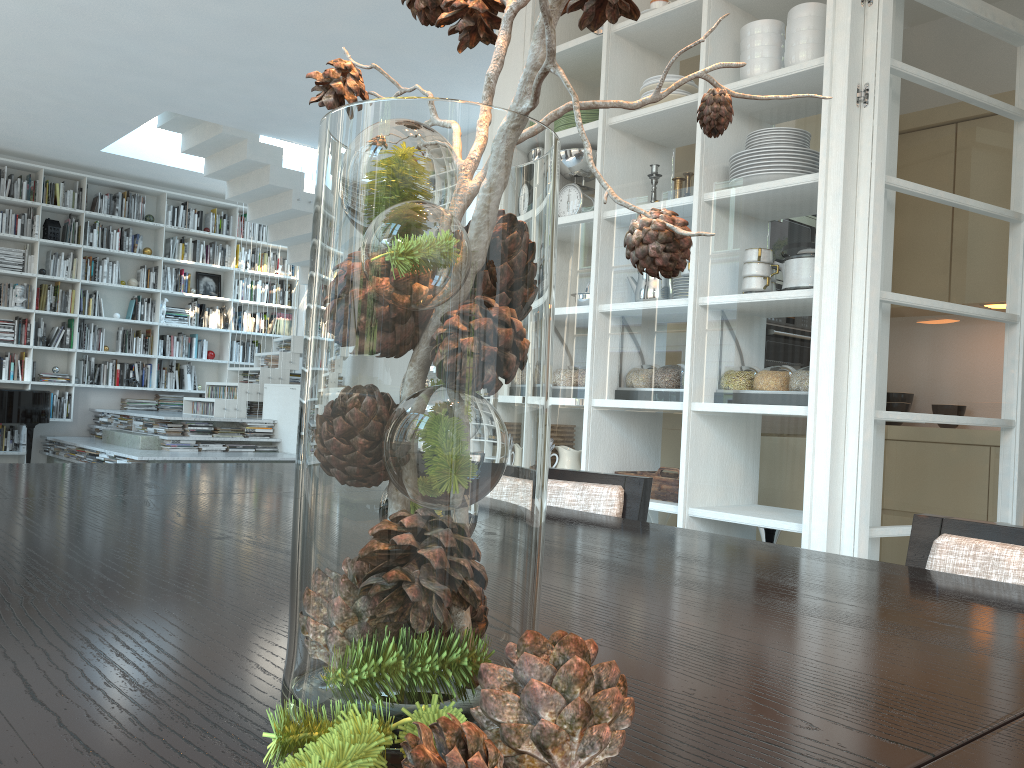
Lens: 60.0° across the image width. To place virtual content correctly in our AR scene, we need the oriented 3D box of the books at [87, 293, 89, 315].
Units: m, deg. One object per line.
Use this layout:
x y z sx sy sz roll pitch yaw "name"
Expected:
-4.616 -0.857 9.608 0.013 0.256 0.144 4 -1 -41 "books"

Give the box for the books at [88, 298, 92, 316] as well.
-4.586 -0.824 9.594 0.017 0.192 0.191 4 -2 -41 "books"

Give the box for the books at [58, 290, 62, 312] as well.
-4.826 -0.872 9.420 0.033 0.253 0.174 4 -1 -41 "books"

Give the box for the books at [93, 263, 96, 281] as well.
-4.565 -1.203 9.641 0.026 0.216 0.161 4 -1 -41 "books"

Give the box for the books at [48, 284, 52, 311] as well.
-4.892 -0.898 9.351 0.019 0.294 0.163 4 -1 -41 "books"

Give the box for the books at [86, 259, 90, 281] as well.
-4.608 -1.222 9.588 0.014 0.247 0.176 4 -1 -41 "books"

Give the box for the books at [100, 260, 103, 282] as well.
-4.505 -1.218 9.694 0.011 0.257 0.131 4 -1 -41 "books"

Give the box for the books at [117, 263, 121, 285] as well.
-4.369 -1.206 9.818 0.034 0.254 0.161 4 -1 -41 "books"

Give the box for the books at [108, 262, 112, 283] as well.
-4.439 -1.208 9.733 0.025 0.244 0.183 4 -1 -41 "books"

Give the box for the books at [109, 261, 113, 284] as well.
-4.434 -1.215 9.765 0.024 0.262 0.133 4 -1 -41 "books"

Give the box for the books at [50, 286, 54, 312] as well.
-4.892 -0.889 9.381 0.035 0.278 0.139 4 -1 -41 "books"

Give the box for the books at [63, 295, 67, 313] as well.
-4.781 -0.845 9.438 0.034 0.204 0.181 4 -1 -41 "books"

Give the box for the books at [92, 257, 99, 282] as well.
-4.535 -1.233 9.639 0.014 0.280 0.177 4 -1 -41 "books"

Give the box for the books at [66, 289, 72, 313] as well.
-4.751 -0.873 9.482 0.032 0.266 0.143 4 -1 -41 "books"

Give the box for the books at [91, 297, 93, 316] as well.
-4.585 -0.832 9.630 0.014 0.209 0.156 4 -1 -41 "books"

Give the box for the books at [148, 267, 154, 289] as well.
-4.092 -1.187 10.034 0.016 0.257 0.175 4 -1 -41 "books"

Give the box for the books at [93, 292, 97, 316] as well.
-4.554 -0.862 9.656 0.006 0.273 0.167 4 -1 -41 "books"

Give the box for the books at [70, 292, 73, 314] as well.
-4.747 -0.863 9.505 0.019 0.247 0.149 4 -1 -41 "books"

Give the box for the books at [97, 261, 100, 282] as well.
-4.527 -1.211 9.656 0.022 0.237 0.164 4 -1 -41 "books"

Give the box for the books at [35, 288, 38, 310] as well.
-4.994 -0.881 9.285 0.014 0.244 0.145 4 -1 -41 "books"

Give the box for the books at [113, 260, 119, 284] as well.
-4.382 -1.218 9.775 0.024 0.272 0.169 4 -1 -41 "books"

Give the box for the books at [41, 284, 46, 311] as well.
-4.946 -0.901 9.320 0.035 0.293 0.145 4 -1 -41 "books"

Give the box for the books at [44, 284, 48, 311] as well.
-4.927 -0.900 9.336 0.035 0.293 0.145 4 -1 -41 "books"

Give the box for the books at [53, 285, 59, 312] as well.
-4.834 -0.894 9.383 0.019 0.293 0.182 4 -1 -41 "books"

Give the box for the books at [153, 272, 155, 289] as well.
-4.082 -1.160 10.042 0.013 0.204 0.173 4 -1 -41 "books"

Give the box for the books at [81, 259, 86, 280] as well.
-4.649 -1.222 9.580 0.030 0.242 0.138 4 -1 -41 "books"

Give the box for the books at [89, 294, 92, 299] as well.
-4.592 -0.849 9.623 0.008 0.242 0.169 4 -1 -41 "books"

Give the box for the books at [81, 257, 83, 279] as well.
-4.665 -1.229 9.535 0.028 0.251 0.190 4 -1 -41 "books"

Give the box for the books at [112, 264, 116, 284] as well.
-4.408 -1.199 9.769 0.021 0.232 0.183 4 -1 -41 "books"

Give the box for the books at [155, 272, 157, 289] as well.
-4.066 -1.160 10.061 0.012 0.206 0.169 4 -1 -41 "books"

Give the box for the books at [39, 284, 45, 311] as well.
-4.949 -0.902 9.303 0.035 0.293 0.145 4 -1 -41 "books"

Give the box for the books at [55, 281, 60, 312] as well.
-4.836 -0.915 9.406 0.021 0.337 0.169 4 -1 -41 "books"

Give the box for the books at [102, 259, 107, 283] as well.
-4.473 -1.220 9.690 0.030 0.263 0.182 4 -1 -41 "books"

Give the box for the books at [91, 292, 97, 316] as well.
-4.555 -0.860 9.648 0.006 0.270 0.178 4 -1 -41 "books"

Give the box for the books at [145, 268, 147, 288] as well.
-4.154 -1.185 10.000 0.016 0.243 0.151 4 -1 -41 "books"

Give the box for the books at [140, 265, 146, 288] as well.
-4.158 -1.197 9.981 0.015 0.267 0.164 4 -1 -41 "books"

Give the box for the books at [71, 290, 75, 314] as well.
-4.730 -0.872 9.516 0.033 0.268 0.141 4 -1 -41 "books"

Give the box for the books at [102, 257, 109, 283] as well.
-4.467 -1.235 9.728 0.027 0.295 0.159 4 -1 -41 "books"

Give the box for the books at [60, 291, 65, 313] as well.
-4.793 -0.865 9.417 0.027 0.242 0.188 4 -1 -41 "books"

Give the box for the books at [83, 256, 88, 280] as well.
-4.628 -1.239 9.592 0.014 0.278 0.154 4 -1 -41 "books"

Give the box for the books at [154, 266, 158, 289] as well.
-4.053 -1.195 10.062 0.005 0.278 0.182 4 -1 -41 "books"

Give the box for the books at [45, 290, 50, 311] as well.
-4.908 -0.868 9.342 0.015 0.231 0.180 4 -1 -41 "books"

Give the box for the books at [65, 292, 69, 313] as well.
-4.773 -0.861 9.470 0.028 0.239 0.145 4 -1 -41 "books"

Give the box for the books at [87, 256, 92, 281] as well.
-4.599 -1.239 9.633 0.014 0.284 0.135 4 -1 -41 "books"

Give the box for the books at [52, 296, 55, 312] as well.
-4.878 -0.839 9.399 0.030 0.181 0.131 4 -1 -41 "books"

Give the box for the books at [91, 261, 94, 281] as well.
-4.577 -1.214 9.627 0.013 0.236 0.157 4 -1 -41 "books"

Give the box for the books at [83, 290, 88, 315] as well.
-4.617 -0.870 9.568 0.013 0.279 0.191 4 -1 -41 "books"

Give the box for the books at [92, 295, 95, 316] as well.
-4.570 -0.847 9.648 0.017 0.243 0.132 4 -1 -41 "books"

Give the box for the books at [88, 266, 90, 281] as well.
-4.604 -1.187 9.608 0.021 0.179 0.136 4 -1 -41 "books"

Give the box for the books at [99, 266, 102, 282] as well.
-4.516 -1.188 9.677 0.025 0.194 0.171 4 -1 -41 "books"

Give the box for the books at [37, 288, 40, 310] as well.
-4.990 -0.881 9.303 0.013 0.247 0.176 4 -1 -41 "books"

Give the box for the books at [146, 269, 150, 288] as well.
-4.135 -1.175 10.019 0.016 0.228 0.160 4 -1 -41 "books"

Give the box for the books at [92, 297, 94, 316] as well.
-4.572 -0.832 9.630 0.007 0.211 0.158 4 -1 -41 "books"

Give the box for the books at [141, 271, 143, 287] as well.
-4.185 -1.168 9.977 0.005 0.205 0.154 4 -1 -41 "books"

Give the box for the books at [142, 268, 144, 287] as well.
-4.176 -1.181 9.981 0.012 0.232 0.154 4 -1 -41 "books"

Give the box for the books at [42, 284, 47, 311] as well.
-4.927 -0.900 9.317 0.035 0.293 0.145 4 -1 -41 "books"

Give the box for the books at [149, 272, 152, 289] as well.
-4.111 -1.161 10.031 0.013 0.202 0.173 4 -1 -41 "books"

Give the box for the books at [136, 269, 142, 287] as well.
-4.195 -1.176 9.973 0.015 0.220 0.140 4 -1 -41 "books"

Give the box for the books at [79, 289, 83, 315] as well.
-4.661 -0.877 9.551 0.035 0.287 0.191 4 -1 -41 "books"
